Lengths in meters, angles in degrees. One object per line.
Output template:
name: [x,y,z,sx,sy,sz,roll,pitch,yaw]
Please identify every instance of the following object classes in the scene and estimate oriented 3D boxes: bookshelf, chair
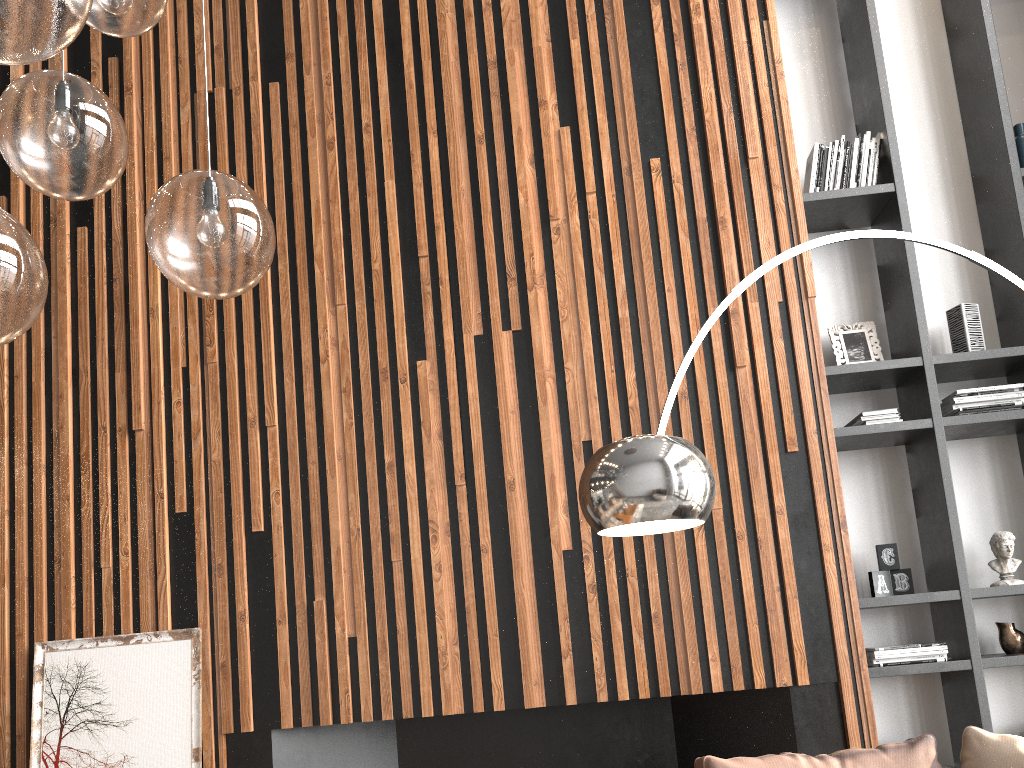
bookshelf: [2.002,-0.821,4.079,1.461,5.172,0.346,-6,-8,3]
chair: [1.050,1.312,1.983,1.464,0.874,1.509,-13,-17,29]

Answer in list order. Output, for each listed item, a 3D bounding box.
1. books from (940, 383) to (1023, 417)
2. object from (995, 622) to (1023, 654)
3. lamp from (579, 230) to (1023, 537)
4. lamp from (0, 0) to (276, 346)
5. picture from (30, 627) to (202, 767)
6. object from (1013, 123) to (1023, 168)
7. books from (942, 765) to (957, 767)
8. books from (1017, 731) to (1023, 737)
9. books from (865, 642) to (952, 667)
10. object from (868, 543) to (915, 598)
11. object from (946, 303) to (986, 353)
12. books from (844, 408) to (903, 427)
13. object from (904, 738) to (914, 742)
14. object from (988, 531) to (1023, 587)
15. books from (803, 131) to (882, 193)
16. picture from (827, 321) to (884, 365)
books: [2.105,0.103,3.930,0.322,0.125,0.226,-6,-15,3]
object: [2.178,1.104,3.812,0.102,0.138,0.103,-15,-15,40]
lamp: [1.158,0.675,2.299,2.030,2.272,0.328,0,-10,-20]
lamp: [-1.058,-2.288,1.690,1.231,4.862,1.262,-5,-9,0]
picture: [-1.629,1.532,3.604,0.729,0.972,0.104,-6,-9,3]
object: [2.382,-1.070,4.072,0.079,0.285,0.079,-12,-12,39]
books: [1.746,1.715,3.738,0.338,0.124,0.226,-6,-15,2]
books: [2.297,1.580,3.707,0.333,0.280,0.179,-6,-11,3]
books: [1.697,1.172,3.794,0.322,0.076,0.226,-6,-16,3]
object: [1.670,0.826,3.875,0.188,0.229,0.061,-5,-9,1]
object: [2.069,-0.225,3.985,0.104,0.253,0.107,-2,-10,-17]
books: [1.624,0.184,3.964,0.175,0.070,0.338,-6,-17,2]
object: [1.733,1.589,3.753,0.134,0.129,0.140,-1,-14,-17]
object: [2.154,0.768,3.835,0.141,0.238,0.137,-15,-15,43]
books: [1.538,-0.986,4.114,0.367,0.292,0.191,-6,-11,3]
picture: [1.597,-0.161,4.069,0.216,0.264,0.117,-6,-10,4]
